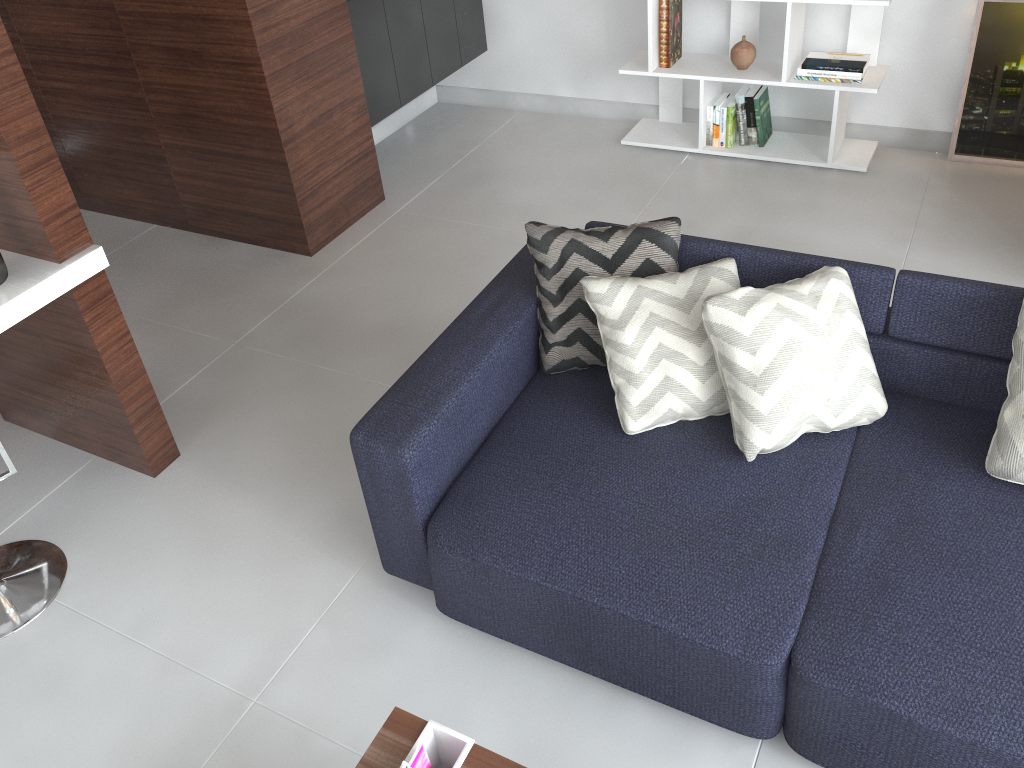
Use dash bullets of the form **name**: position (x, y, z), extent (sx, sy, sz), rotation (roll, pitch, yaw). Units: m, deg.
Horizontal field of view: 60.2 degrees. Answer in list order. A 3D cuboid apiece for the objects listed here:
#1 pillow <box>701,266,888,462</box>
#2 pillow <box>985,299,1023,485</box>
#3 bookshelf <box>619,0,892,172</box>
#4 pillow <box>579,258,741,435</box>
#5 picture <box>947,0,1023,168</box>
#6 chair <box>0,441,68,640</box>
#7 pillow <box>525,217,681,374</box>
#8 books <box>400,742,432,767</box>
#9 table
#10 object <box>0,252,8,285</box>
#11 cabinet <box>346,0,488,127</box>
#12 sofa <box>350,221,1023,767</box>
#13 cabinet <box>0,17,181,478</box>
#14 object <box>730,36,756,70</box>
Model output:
- **pillow**: position (0.677, -0.062, 2.113), extent (0.420, 0.337, 0.291), rotation (-16, 37, -12)
- **pillow**: position (1.304, 0.032, 1.844), extent (0.499, 0.372, 0.354), rotation (13, 41, 25)
- **bookshelf**: position (1.028, -1.847, 3.731), extent (1.159, 1.745, 0.310), rotation (14, 40, 26)
- **pillow**: position (0.416, -0.103, 2.221), extent (0.416, 0.282, 0.343), rotation (-10, 36, -5)
- **picture**: position (2.130, -1.228, 3.635), extent (0.504, 0.670, 0.086), rotation (14, 40, 26)
- **chair**: position (-1.396, 0.296, 2.145), extent (0.405, 0.680, 0.473), rotation (-33, 43, -32)
- **pillow**: position (0.261, -0.240, 2.369), extent (0.415, 0.370, 0.231), rotation (-6, 36, 2)
- **books**: position (-3.725, 0.834, 1.940), extent (8.233, 0.358, 0.422), rotation (0, 37, 9)
- **table**: position (-0.028, 1.037, 1.235), extent (0.806, 0.338, 0.833), rotation (13, 41, 25)
- **object**: position (-1.346, -0.509, 1.971), extent (0.388, 0.704, 0.206), rotation (1, 36, 11)
- **cabinet**: position (-0.591, -1.747, 4.305), extent (0.401, 0.560, 1.170), rotation (12, 41, 25)
- **sofa**: position (0.930, 0.553, 1.526), extent (2.894, 0.584, 1.964), rotation (14, 41, 25)
- **cabinet**: position (-2.235, 0.112, 1.047), extent (0.792, 2.447, 3.450), rotation (12, 40, 25)
- **object**: position (1.042, -1.494, 3.979), extent (0.112, 0.141, 0.127), rotation (11, 39, 23)
